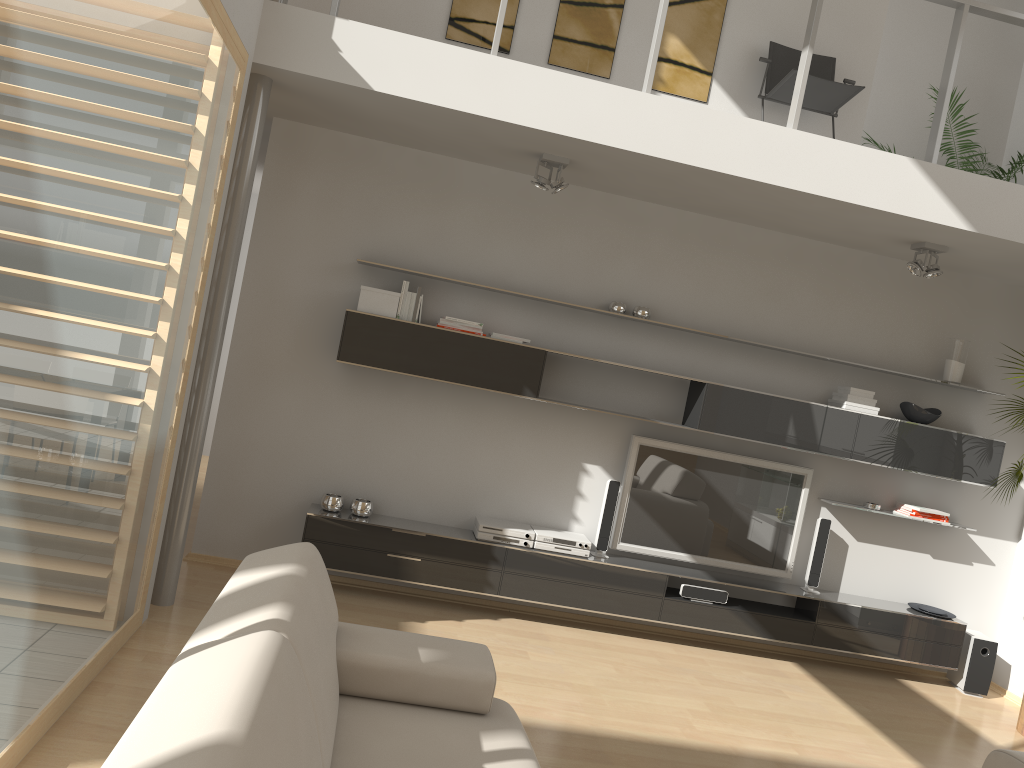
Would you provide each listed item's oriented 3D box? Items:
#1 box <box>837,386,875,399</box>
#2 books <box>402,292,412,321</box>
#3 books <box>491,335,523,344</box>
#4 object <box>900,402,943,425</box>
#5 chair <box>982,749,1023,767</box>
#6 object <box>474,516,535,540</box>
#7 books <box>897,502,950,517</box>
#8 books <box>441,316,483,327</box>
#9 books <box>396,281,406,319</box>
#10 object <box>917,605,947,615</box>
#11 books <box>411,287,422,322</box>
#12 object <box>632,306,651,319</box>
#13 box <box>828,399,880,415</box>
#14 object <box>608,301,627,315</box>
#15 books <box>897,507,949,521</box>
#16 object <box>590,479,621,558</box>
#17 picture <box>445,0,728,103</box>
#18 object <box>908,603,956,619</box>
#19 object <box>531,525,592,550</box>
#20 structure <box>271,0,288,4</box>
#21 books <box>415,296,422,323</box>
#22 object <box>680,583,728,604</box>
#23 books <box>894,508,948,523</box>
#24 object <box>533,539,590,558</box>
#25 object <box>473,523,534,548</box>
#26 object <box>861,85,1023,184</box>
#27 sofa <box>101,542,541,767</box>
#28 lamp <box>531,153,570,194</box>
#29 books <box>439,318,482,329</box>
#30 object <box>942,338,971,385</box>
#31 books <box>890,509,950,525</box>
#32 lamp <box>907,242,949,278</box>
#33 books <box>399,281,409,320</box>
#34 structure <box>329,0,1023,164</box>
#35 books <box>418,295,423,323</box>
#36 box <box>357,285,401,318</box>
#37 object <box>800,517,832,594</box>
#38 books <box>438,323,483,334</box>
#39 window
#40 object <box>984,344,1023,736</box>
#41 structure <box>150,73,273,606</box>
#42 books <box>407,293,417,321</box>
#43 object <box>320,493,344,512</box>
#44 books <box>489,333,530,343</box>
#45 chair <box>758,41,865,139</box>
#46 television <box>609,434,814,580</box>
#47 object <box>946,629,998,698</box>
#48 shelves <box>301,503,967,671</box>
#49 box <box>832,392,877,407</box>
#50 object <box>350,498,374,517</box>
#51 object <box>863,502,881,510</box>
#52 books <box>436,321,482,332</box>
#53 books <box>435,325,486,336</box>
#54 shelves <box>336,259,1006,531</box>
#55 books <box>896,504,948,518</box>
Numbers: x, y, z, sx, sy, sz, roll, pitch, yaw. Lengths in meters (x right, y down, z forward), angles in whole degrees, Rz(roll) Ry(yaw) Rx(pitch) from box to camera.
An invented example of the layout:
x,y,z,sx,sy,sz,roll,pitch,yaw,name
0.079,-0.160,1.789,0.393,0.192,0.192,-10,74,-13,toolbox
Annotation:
x,y,z,sx,sy,sz,roll,pitch,yaw,name
2.207,0.055,5.696,0.168,0.047,0.168,11,2,-8,box
-0.627,-0.461,5.297,0.027,0.169,0.230,11,2,-8,books
-0.034,-0.267,5.375,0.190,0.015,0.254,11,1,-1,books
2.648,0.198,5.756,0.317,0.125,0.223,10,2,-30,object
2.164,1.514,2.443,1.165,0.846,1.562,11,2,-8,chair
-0.046,0.886,5.437,0.349,0.049,0.262,11,2,-8,object
2.690,0.818,5.805,0.227,0.017,0.230,11,2,-13,books
-0.304,-0.376,5.329,0.227,0.017,0.230,11,2,-13,books
-0.662,-0.497,5.292,0.017,0.227,0.230,11,2,-8,books
2.754,1.491,5.822,0.178,0.020,0.178,11,2,-25,object
-0.572,-0.471,5.299,0.021,0.210,0.207,11,2,-8,books
0.808,-0.444,5.514,0.115,0.081,0.115,10,2,-27,object
2.191,0.148,5.699,0.232,0.047,0.232,11,2,-8,box
0.660,-0.473,5.536,0.115,0.081,0.115,10,2,-27,object
2.694,0.850,5.818,0.254,0.015,0.190,11,2,-12,books
0.593,0.837,5.553,0.111,0.483,0.116,11,2,-11,object
0.588,-2.817,5.470,1.684,1.800,0.010,11,2,-8,picture
2.754,1.493,5.822,0.294,0.020,0.294,12,2,31,object
0.299,0.953,5.486,0.349,0.049,0.262,11,2,-8,object
-0.969,-3.008,4.402,0.121,2.400,0.122,11,2,-20,structure
-0.563,-0.442,5.303,0.009,0.156,0.207,11,2,-8,books
1.186,1.307,5.528,0.300,0.092,0.085,11,2,-8,object
2.682,0.861,5.815,0.268,0.011,0.190,11,2,-6,books
0.289,1.000,5.493,0.349,0.049,0.250,11,2,-8,object
-0.056,0.933,5.438,0.349,0.049,0.262,11,2,-8,object
3.280,-1.535,6.235,1.331,1.069,1.491,11,2,-11,object
-0.396,1.017,2.092,1.168,0.846,2.093,11,2,-8,sofa
0.219,-1.158,4.932,0.214,0.195,0.150,11,2,-8,lamp
-0.309,-0.360,5.316,0.254,0.015,0.190,11,2,-6,books
2.909,-0.144,5.815,0.129,0.291,0.129,10,2,-36,object
2.675,0.872,5.816,0.296,0.013,0.210,11,2,-8,books
2.453,-0.724,5.251,0.214,0.195,0.150,11,2,-8,lamp
-0.644,-0.494,5.301,0.017,0.227,0.230,11,2,-8,books
1.532,-1.754,4.631,5.400,0.900,0.080,11,2,-8,structure
-0.549,-0.446,5.318,0.023,0.169,0.230,11,2,-8,books
-0.787,-0.481,5.248,0.232,0.149,0.232,11,2,-8,box
1.983,1.107,5.756,0.111,0.483,0.116,11,1,-1,object
-0.313,-0.332,5.322,0.268,0.011,0.190,11,2,-6,books
-1.312,-0.126,2.779,0.020,2.500,2.525,11,2,-8,window
3.474,0.795,4.362,0.983,2.668,2.706,10,2,-28,object
-1.522,-0.213,4.477,0.121,2.700,0.122,11,2,-20,structure
-0.601,-0.456,5.308,0.027,0.169,0.230,11,2,-8,books
-1.078,0.713,5.322,0.143,0.091,0.143,12,2,24,object
-0.018,-0.280,5.372,0.230,0.017,0.227,11,2,-8,books
1.779,-1.687,5.378,0.628,0.825,0.537,11,2,-8,chair
1.284,0.794,5.708,1.224,0.735,0.096,11,2,-8,television
3.034,1.839,5.853,0.150,0.374,0.275,11,1,3,object
0.825,1.288,5.570,4.236,0.312,0.300,11,2,-8,shelves
2.198,0.101,5.699,0.200,0.047,0.200,11,2,-8,box
-0.905,0.746,5.347,0.143,0.091,0.143,12,2,24,object
2.353,0.798,5.797,0.106,0.035,0.105,12,2,28,object
-0.319,-0.347,5.318,0.254,0.015,0.190,11,2,-12,books
-0.311,-0.319,5.322,0.297,0.013,0.210,11,2,-8,books
1.057,0.112,5.539,4.236,0.914,0.300,11,2,-8,shelves
2.689,0.834,5.819,0.254,0.015,0.190,11,2,-6,books
